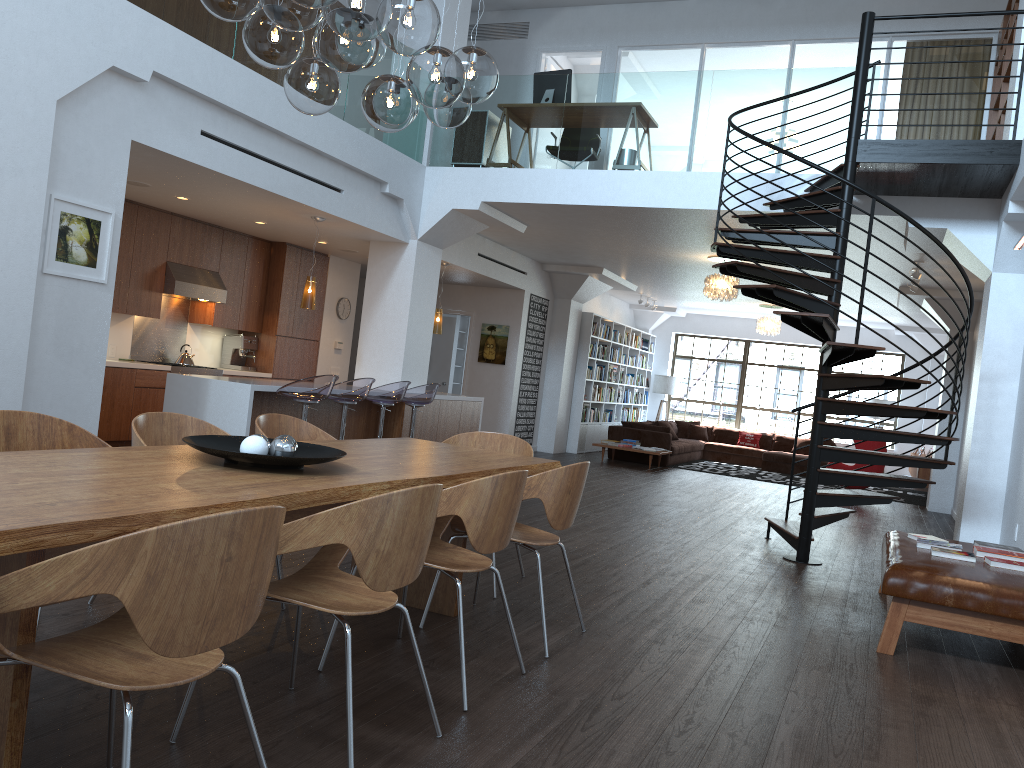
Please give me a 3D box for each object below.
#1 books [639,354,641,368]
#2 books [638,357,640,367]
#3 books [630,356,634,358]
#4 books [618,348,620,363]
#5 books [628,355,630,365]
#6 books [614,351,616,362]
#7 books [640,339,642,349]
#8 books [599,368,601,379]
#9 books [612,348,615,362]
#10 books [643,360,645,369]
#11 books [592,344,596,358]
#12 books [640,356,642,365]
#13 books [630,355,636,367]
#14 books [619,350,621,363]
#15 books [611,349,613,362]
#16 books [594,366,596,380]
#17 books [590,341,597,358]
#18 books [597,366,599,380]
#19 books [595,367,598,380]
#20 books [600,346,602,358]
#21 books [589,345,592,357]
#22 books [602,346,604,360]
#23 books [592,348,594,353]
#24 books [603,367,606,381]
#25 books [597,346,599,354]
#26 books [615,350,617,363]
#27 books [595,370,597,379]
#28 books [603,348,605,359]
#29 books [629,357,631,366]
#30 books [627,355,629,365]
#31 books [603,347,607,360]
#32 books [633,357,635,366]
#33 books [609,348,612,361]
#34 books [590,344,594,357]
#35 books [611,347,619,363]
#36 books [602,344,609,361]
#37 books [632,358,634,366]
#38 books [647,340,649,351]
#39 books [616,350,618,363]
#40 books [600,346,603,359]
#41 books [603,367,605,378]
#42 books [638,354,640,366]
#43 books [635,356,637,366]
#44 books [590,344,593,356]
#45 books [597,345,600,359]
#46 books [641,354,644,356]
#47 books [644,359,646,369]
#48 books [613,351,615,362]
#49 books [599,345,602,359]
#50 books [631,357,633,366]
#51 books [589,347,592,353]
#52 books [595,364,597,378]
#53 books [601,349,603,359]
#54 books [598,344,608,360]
[{"bbox_3d":[2.560,-0.488,18.304,0.176,0.290,0.053,7,1,22],"label":"books"},{"bbox_3d":[2.538,-0.470,18.242,0.160,0.250,0.026,7,1,22],"label":"books"},{"bbox_3d":[2.385,-0.460,17.905,0.127,0.200,0.020,7,1,23],"label":"books"},{"bbox_3d":[1.948,-0.545,16.866,0.197,0.283,0.065,7,1,23],"label":"books"},{"bbox_3d":[2.244,-0.474,17.546,0.146,0.202,0.027,7,1,23],"label":"books"},{"bbox_3d":[1.858,-0.523,16.625,0.161,0.223,0.027,7,1,23],"label":"books"},{"bbox_3d":[2.581,-0.827,18.250,0.161,0.223,0.032,7,1,23],"label":"books"},{"bbox_3d":[1.493,-0.183,15.890,0.167,0.230,0.037,7,1,23],"label":"books"},{"bbox_3d":[1.808,-0.543,16.506,0.182,0.253,0.034,7,1,23],"label":"books"},{"bbox_3d":[2.700,-0.454,18.638,0.160,0.250,0.026,7,1,22],"label":"books"},{"bbox_3d":[1.340,-0.583,15.390,0.174,0.242,0.105,7,1,23],"label":"books"},{"bbox_3d":[2.575,-0.468,18.344,0.183,0.253,0.034,7,1,22],"label":"books"},{"bbox_3d":[2.430,-0.471,18.011,0.140,0.231,0.042,7,1,23],"label":"books"},{"bbox_3d":[1.988,-0.524,16.928,0.159,0.250,0.026,7,1,23],"label":"books"},{"bbox_3d":[1.769,-0.540,16.413,0.174,0.239,0.045,7,1,23],"label":"books"},{"bbox_3d":[1.371,-0.222,15.599,0.197,0.283,0.065,7,1,23],"label":"books"},{"bbox_3d":[1.381,-0.603,15.457,0.176,0.290,0.053,7,1,23],"label":"books"},{"bbox_3d":[1.448,-0.195,15.771,0.170,0.245,0.057,7,1,23],"label":"books"},{"bbox_3d":[1.431,-0.194,15.722,0.174,0.239,0.045,7,1,23],"label":"books"},{"bbox_3d":[1.510,-0.571,15.834,0.160,0.251,0.039,7,1,23],"label":"books"},{"bbox_3d":[1.281,-0.576,15.257,0.161,0.218,0.101,7,1,23],"label":"books"},{"bbox_3d":[1.553,-0.568,15.939,0.183,0.253,0.042,7,1,23],"label":"books"},{"bbox_3d":[1.319,-0.584,15.356,0.172,0.239,0.093,7,1,23],"label":"books"},{"bbox_3d":[1.601,-0.184,16.109,0.182,0.253,0.034,7,1,23],"label":"books"},{"bbox_3d":[1.427,-0.571,15.634,0.174,0.236,0.142,7,1,23],"label":"books"},{"bbox_3d":[1.879,-0.533,16.690,0.170,0.245,0.057,7,1,23],"label":"books"},{"bbox_3d":[1.411,-0.187,15.692,0.161,0.223,0.027,7,1,23],"label":"books"},{"bbox_3d":[1.578,-0.550,15.967,0.161,0.223,0.032,7,1,23],"label":"books"},{"bbox_3d":[2.286,-0.455,17.653,0.126,0.173,0.032,7,1,23],"label":"books"},{"bbox_3d":[2.232,-0.474,17.522,0.127,0.200,0.020,7,1,23],"label":"books"},{"bbox_3d":[1.605,-0.556,16.038,0.174,0.240,0.054,7,1,23],"label":"books"},{"bbox_3d":[2.398,-0.457,17.935,0.136,0.196,0.045,7,1,23],"label":"books"},{"bbox_3d":[1.745,-0.549,16.343,0.182,0.253,0.034,7,1,23],"label":"books"},{"bbox_3d":[1.311,-0.582,15.311,0.172,0.235,0.112,7,1,23],"label":"books"},{"bbox_3d":[1.929,-0.550,16.808,0.176,0.290,0.053,7,1,23],"label":"books"},{"bbox_3d":[1.670,-0.575,16.192,0.176,0.291,0.053,7,1,23],"label":"books"},{"bbox_3d":[2.381,-0.449,17.884,0.128,0.178,0.022,7,1,23],"label":"books"},{"bbox_3d":[2.797,-0.821,18.785,0.183,0.253,0.042,7,1,23],"label":"books"},{"bbox_3d":[1.902,-0.528,16.736,0.174,0.239,0.045,7,1,23],"label":"books"},{"bbox_3d":[1.527,-0.567,15.869,0.171,0.246,0.039,7,1,23],"label":"books"},{"bbox_3d":[1.578,-0.186,16.082,0.182,0.253,0.034,7,1,23],"label":"books"},{"bbox_3d":[2.509,-0.490,18.205,0.198,0.284,0.066,7,1,22],"label":"books"},{"bbox_3d":[2.446,-0.467,18.057,0.158,0.226,0.052,7,1,23],"label":"books"},{"bbox_3d":[1.296,-0.582,15.283,0.152,0.232,0.104,7,1,23],"label":"books"},{"bbox_3d":[1.464,-0.577,15.717,0.183,0.253,0.042,7,1,23],"label":"books"},{"bbox_3d":[2.663,-0.478,18.556,0.176,0.290,0.036,7,1,22],"label":"books"},{"bbox_3d":[2.728,-0.446,18.729,0.174,0.240,0.045,7,1,22],"label":"books"},{"bbox_3d":[1.825,-0.531,16.574,0.167,0.230,0.037,7,1,23],"label":"books"},{"bbox_3d":[1.493,-0.577,15.799,0.180,0.259,0.042,7,1,23],"label":"books"},{"bbox_3d":[2.355,-0.455,17.843,0.134,0.184,0.030,7,1,23],"label":"books"},{"bbox_3d":[1.253,-0.561,15.183,0.161,0.182,0.170,7,1,23],"label":"books"},{"bbox_3d":[1.399,-0.222,15.654,0.176,0.290,0.053,7,1,23],"label":"books"},{"bbox_3d":[1.538,-0.555,15.904,0.161,0.223,0.033,7,1,23],"label":"books"},{"bbox_3d":[1.634,-0.576,16.151,0.198,0.284,0.049,7,1,23],"label":"books"}]
